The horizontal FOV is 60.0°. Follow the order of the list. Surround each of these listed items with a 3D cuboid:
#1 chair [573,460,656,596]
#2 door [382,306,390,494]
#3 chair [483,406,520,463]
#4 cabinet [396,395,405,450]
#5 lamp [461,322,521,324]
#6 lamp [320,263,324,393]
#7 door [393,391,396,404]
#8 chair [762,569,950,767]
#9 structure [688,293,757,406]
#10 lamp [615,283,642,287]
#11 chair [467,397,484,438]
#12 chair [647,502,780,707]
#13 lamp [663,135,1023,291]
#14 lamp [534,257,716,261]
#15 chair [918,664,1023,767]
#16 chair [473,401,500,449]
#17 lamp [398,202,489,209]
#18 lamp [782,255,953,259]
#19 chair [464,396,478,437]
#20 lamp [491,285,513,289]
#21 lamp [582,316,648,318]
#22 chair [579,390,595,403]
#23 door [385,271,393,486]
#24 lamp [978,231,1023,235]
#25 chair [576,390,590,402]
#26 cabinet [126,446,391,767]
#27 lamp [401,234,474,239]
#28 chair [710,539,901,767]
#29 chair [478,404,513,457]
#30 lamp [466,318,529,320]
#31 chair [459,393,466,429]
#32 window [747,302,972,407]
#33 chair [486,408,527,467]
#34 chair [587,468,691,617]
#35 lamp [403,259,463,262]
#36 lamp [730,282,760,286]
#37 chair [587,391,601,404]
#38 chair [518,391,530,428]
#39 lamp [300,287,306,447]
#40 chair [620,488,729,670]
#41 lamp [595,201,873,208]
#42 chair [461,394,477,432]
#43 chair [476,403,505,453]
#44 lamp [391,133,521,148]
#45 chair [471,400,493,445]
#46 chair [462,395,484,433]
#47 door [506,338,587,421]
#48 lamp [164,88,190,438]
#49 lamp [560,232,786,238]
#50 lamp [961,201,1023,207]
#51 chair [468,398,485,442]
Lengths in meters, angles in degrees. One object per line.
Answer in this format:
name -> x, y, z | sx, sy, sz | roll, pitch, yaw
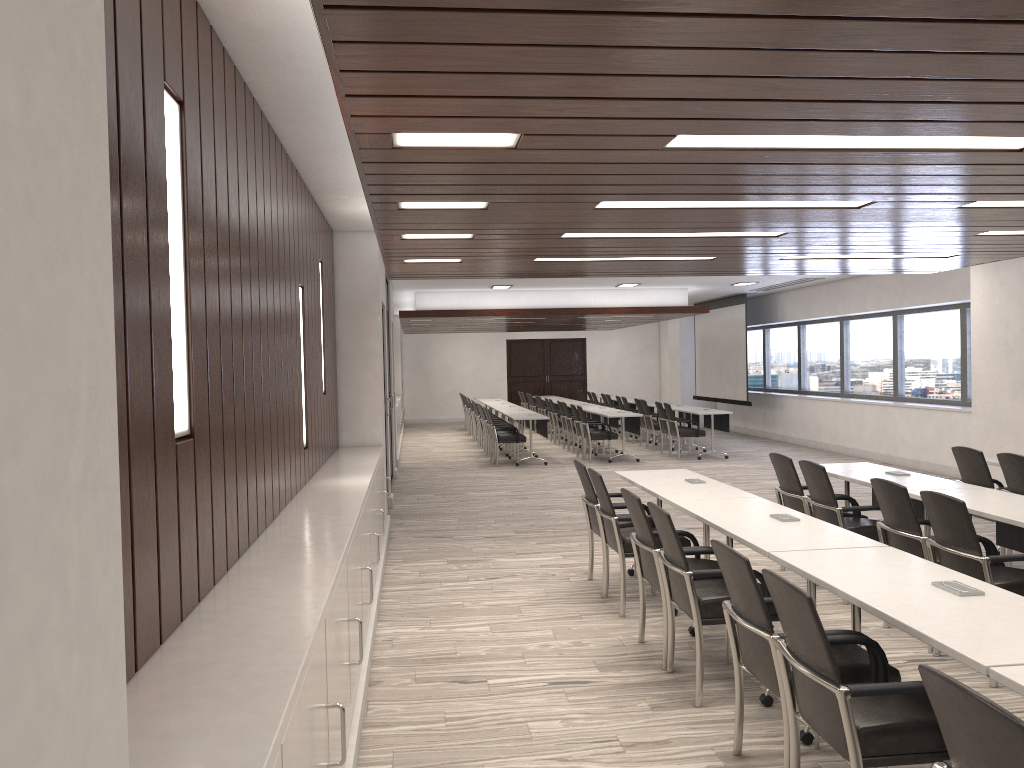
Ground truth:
chair -> 0.786, 1.015, 6.505 | 0.638, 0.939, 0.513 | -1, 1, -7
door -> -1.447, 0.281, 9.695 | 0.200, 2.323, 1.163 | -1, 1, -6
chair -> -0.166, 0.839, 15.023 | 0.638, 0.939, 0.513 | -1, 1, -7
cabinet -> -2.576, 0.722, 18.992 | 0.476, 0.698, 7.540 | -1, 1, -6
lamp -> -0.274, -1.250, 17.735 | 1.496, 0.045, 0.236 | -1, 1, -6
lamp -> -1.578, -0.453, 7.111 | 0.094, 1.058, 0.236 | -1, 1, -6
door -> -1.923, 0.193, 13.938 | 0.200, 2.323, 1.163 | -1, 1, -6
chair -> 1.193, 1.089, 2.951 | 0.638, 0.939, 0.513 | -1, 1, -6
structure -> 4.442, -0.767, 19.040 | 0.438, 2.329, 3.550 | -1, 1, -6
lamp -> 1.952, -1.712, 14.905 | 0.324, 0.120, 0.519 | -1, 1, -6
chair -> -0.668, 0.745, 19.560 | 0.638, 0.939, 0.513 | -1, 1, -7
chair -> 1.025, 1.057, 4.467 | 0.638, 0.939, 0.513 | -1, 1, -6
lamp -> 3.223, -1.400, 9.881 | 1.469, 0.552, 14.295 | -1, 1, 16
lamp -> 0.914, -1.030, 7.127 | 1.496, 0.045, 0.236 | -1, 1, -6
chair -> 1.289, 1.109, 1.970 | 0.638, 0.939, 0.513 | -1, 1, -7
chair -> -0.453, 0.788, 17.520 | 0.638, 0.939, 0.513 | -1, 1, -6
lamp -> -0.352, -0.942, 4.552 | 0.464, 0.045, 0.236 | -1, 1, -6
lamp -> 2.962, -1.082, 7.356 | 1.496, 0.045, 0.236 | -1, 1, -6
chair -> -0.790, 0.725, 20.551 | 0.638, 0.939, 0.513 | -1, 1, -7
lamp -> -0.173, -1.658, 14.668 | 0.324, 0.120, 0.519 | -1, 1, -6
lamp -> 1.945, -1.269, 16.434 | 1.496, 0.045, 0.236 | -1, 1, -6
chair -> 2.033, 0.619, 22.397 | 0.638, 0.939, 0.513 | -1, 1, -5
door -> -1.691, -0.046, 11.812 | 0.200, 2.889, 2.327 | -1, 1, -6
lamp -> 3.409, -1.062, 6.078 | 0.421, 0.046, 0.236 | -1, 1, -6
chair -> 1.983, 0.608, 22.916 | 0.638, 0.939, 0.513 | -1, 1, -6
cabinet -> -0.970, 1.019, 4.651 | 0.476, 0.698, 7.540 | -1, 1, -6
lamp -> -0.475, -0.965, 5.645 | 0.464, 0.045, 0.236 | -1, 1, -6
chair -> 1.134, 1.078, 3.479 | 0.638, 0.939, 0.513 | -1, 1, -7
chair -> -0.276, 0.818, 16.019 | 0.638, 0.939, 0.513 | -1, 1, -7
lamp -> -0.103, -1.218, 16.205 | 1.496, 0.045, 0.236 | -1, 1, -6
chair -> -1.013, 0.683, 22.583 | 0.638, 0.939, 0.513 | -1, 1, -6
window -> 5.891, -0.475, 15.681 | 0.118, 1.419, 10.452 | -1, 1, -6
chair -> -0.099, 0.850, 14.505 | 0.638, 0.939, 0.513 | -1, 1, -5
chair -> 0.846, 1.026, 5.979 | 0.638, 0.939, 0.513 | -1, 1, -7
lamp -> -0.622, -0.992, 6.956 | 0.464, 0.045, 0.236 | -1, 1, -6
lamp -> 3.970, -1.762, 15.130 | 0.324, 0.120, 0.519 | -1, 1, -6
chair -> 2.146, 0.639, 21.414 | 0.638, 0.939, 0.513 | -1, 1, -6
chair -> 0.489, 0.645, 22.751 | 0.638, 0.939, 0.513 | -1, 1, -7
lamp -> -1.423, -0.108, 5.807 | 0.094, 1.058, 0.236 | -1, 1, -6
chair -> 0.952, 1.047, 4.983 | 0.638, 0.939, 0.513 | -1, 1, -7
lamp -> 1.184, -0.981, 4.723 | 1.496, 0.045, 0.236 | -1, 1, -6
chair -> -0.951, 0.693, 22.062 | 0.638, 0.939, 0.513 | -1, 1, -7
chair -> -0.334, 0.807, 16.549 | 0.638, 0.939, 0.513 | -1, 1, -6
lamp -> -0.205, -0.915, 3.240 | 0.464, 0.045, 0.236 | -1, 1, -6
chair -> -0.504, 0.777, 18.037 | 0.638, 0.939, 0.513 | -1, 1, -6
chair -> -0.849, 0.714, 21.073 | 0.638, 0.939, 0.513 | -1, 1, -6
door -> 1.010, -0.143, 25.572 | 2.329, 2.323, 0.200 | -1, 1, -6
lamp -> -1.088, -0.363, 2.739 | 0.094, 1.058, 0.236 | -1, 1, -6
lamp -> 1.061, -1.003, 5.816 | 1.496, 0.045, 0.236 | -1, 1, -6
lamp -> 3.231, -1.032, 4.951 | 1.496, 0.045, 0.236 | -1, 1, -6
chair -> -0.625, 0.756, 19.037 | 0.638, 0.939, 0.513 | -1, 1, -6
